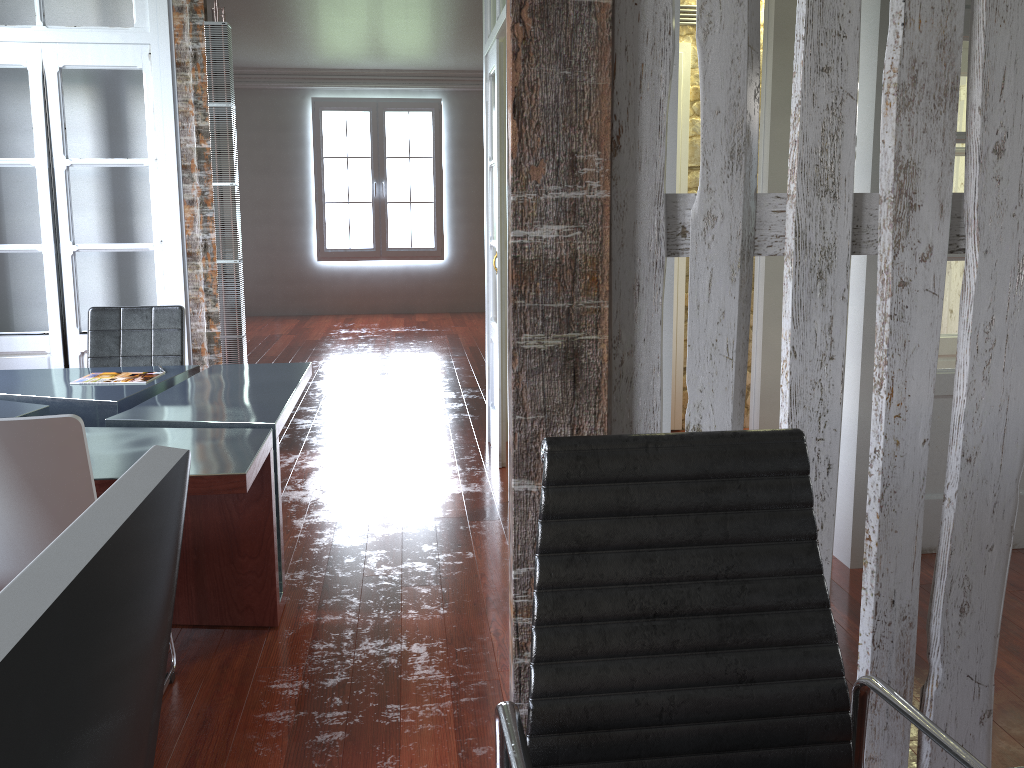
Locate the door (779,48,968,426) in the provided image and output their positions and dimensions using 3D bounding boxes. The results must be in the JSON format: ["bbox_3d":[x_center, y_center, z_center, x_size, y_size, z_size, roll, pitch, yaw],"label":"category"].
[{"bbox_3d":[1.796,-0.533,4.243,1.077,2.069,0.041,-1,9,-7],"label":"door"}]

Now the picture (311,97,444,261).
[{"bbox_3d":[-1.643,-2.520,10.954,1.580,1.972,0.128,-1,9,-7],"label":"picture"}]

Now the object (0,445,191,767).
[{"bbox_3d":[-0.212,0.324,0.407,0.189,0.481,0.488,-1,10,-7],"label":"object"}]

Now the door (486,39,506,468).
[{"bbox_3d":[0.000,-0.607,4.407,0.483,2.164,1.194,-6,11,-32],"label":"door"}]

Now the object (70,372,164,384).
[{"bbox_3d":[-1.651,-0.023,3.717,0.307,0.012,0.226,-1,11,-2],"label":"object"}]

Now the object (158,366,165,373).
[{"bbox_3d":[-1.539,-0.065,3.893,0.011,0.011,0.150,-6,13,-30],"label":"object"}]

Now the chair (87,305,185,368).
[{"bbox_3d":[-1.701,0.144,3.891,0.475,0.912,0.607,-1,9,-7],"label":"chair"}]

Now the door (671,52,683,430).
[{"bbox_3d":[0.561,-0.801,5.195,0.869,2.200,0.146,-1,9,-7],"label":"door"}]

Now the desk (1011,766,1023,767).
[{"bbox_3d":[0.655,0.927,0.433,2.507,0.722,1.312,-2,11,-7],"label":"desk"}]

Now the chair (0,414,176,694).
[{"bbox_3d":[-1.202,0.468,2.284,0.475,0.912,0.607,-1,9,-7],"label":"chair"}]

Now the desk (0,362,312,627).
[{"bbox_3d":[-1.539,0.411,3.206,1.445,0.648,1.728,-2,11,-7],"label":"desk"}]

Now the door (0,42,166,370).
[{"bbox_3d":[-2.330,-0.628,4.562,1.160,2.164,0.041,-1,9,-7],"label":"door"}]

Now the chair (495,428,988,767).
[{"bbox_3d":[0.269,0.634,1.174,0.665,1.014,0.705,-2,10,-12],"label":"chair"}]

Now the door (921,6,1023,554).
[{"bbox_3d":[1.910,-0.363,3.406,1.077,2.069,0.041,-1,9,-7],"label":"door"}]
